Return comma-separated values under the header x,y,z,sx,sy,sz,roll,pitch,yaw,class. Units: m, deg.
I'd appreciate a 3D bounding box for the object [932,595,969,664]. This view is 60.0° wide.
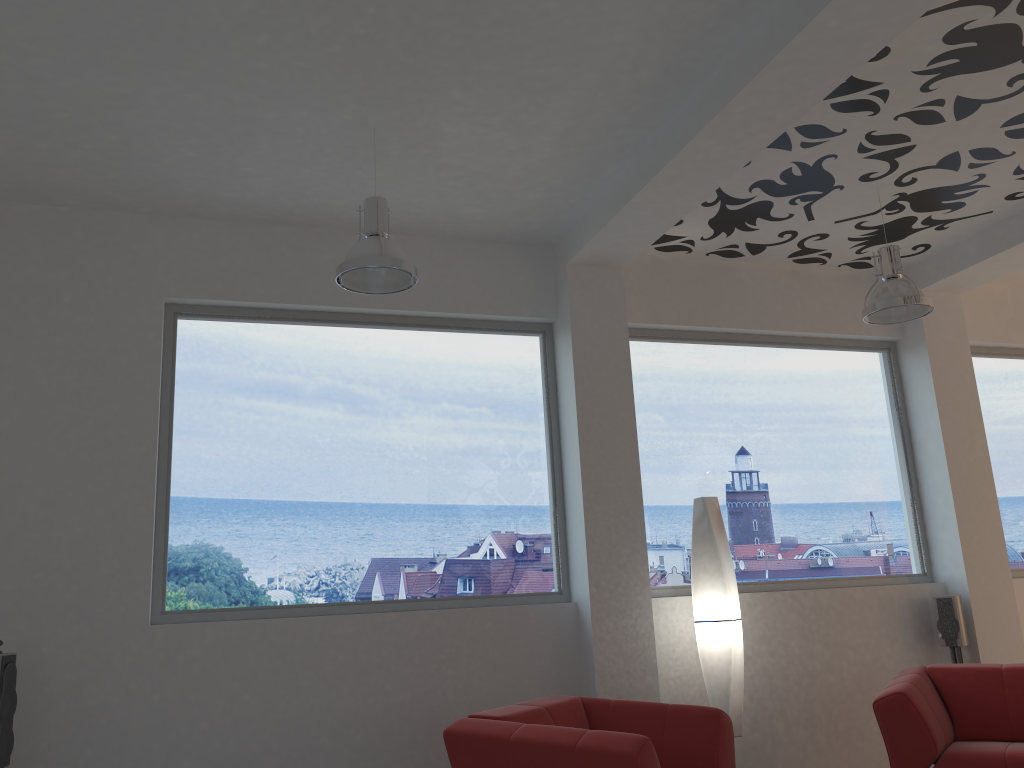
x,y,z,sx,sy,sz,roll,pitch,yaw,class
2.979,1.977,5.888,0.214,1.112,0.229,-13,-17,35,object

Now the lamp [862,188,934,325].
x,y,z,sx,sy,sz,roll,pitch,yaw,class
2.195,-0.785,5.181,0.379,0.800,0.379,-5,-14,10,lamp

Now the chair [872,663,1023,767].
x,y,z,sx,sy,sz,roll,pitch,yaw,class
2.596,1.876,4.613,1.288,0.738,0.951,-11,-16,30,chair

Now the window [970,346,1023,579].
x,y,z,sx,sy,sz,roll,pitch,yaw,class
4.472,0.606,7.105,2.400,1.800,0.100,2,-15,-18,window

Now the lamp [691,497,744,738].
x,y,z,sx,sy,sz,roll,pitch,yaw,class
1.229,1.560,5.215,0.313,1.779,0.313,4,-15,-26,lamp

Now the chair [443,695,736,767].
x,y,z,sx,sy,sz,roll,pitch,yaw,class
0.415,1.843,4.015,0.951,0.738,1.288,-11,-16,30,chair

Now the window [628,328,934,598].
x,y,z,sx,sy,sz,roll,pitch,yaw,class
1.817,0.528,6.220,2.400,1.800,0.100,2,-15,-18,window

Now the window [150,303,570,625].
x,y,z,sx,sy,sz,roll,pitch,yaw,class
-0.839,0.450,5.336,2.400,1.800,0.100,2,-15,-18,window

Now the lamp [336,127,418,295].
x,y,z,sx,sy,sz,roll,pitch,yaw,class
-0.651,-0.868,4.233,0.379,0.800,0.379,-8,-15,20,lamp

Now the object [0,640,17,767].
x,y,z,sx,sy,sz,roll,pitch,yaw,class
-2.388,1.738,3.917,0.273,1.184,0.255,-2,-14,-4,object
